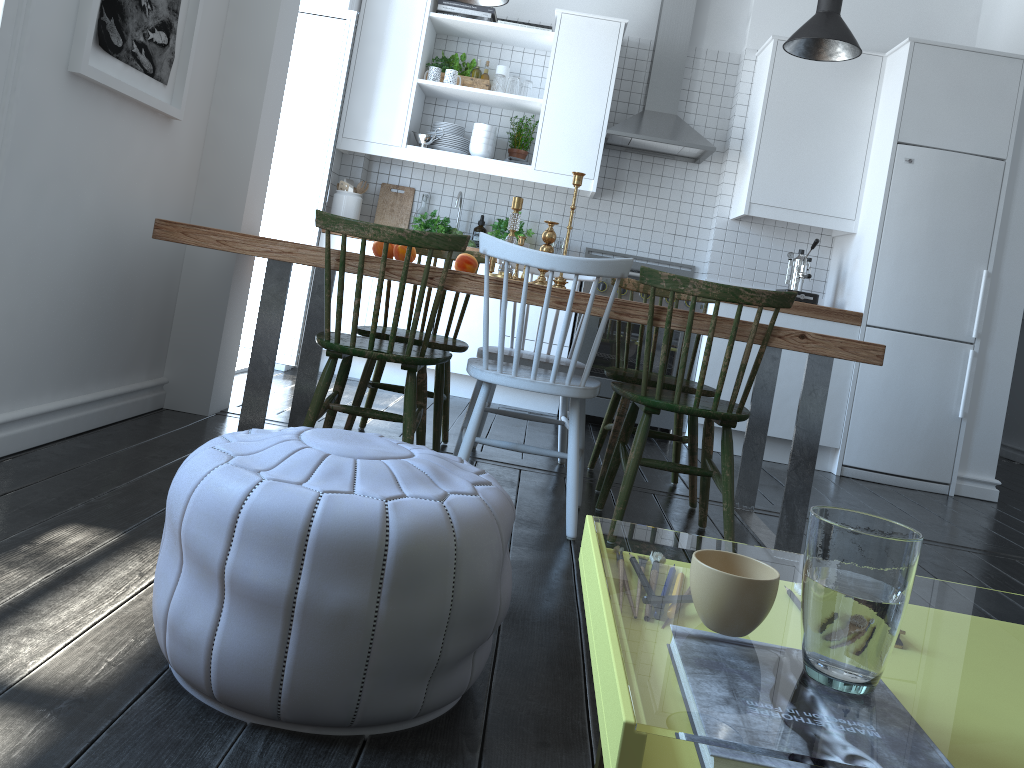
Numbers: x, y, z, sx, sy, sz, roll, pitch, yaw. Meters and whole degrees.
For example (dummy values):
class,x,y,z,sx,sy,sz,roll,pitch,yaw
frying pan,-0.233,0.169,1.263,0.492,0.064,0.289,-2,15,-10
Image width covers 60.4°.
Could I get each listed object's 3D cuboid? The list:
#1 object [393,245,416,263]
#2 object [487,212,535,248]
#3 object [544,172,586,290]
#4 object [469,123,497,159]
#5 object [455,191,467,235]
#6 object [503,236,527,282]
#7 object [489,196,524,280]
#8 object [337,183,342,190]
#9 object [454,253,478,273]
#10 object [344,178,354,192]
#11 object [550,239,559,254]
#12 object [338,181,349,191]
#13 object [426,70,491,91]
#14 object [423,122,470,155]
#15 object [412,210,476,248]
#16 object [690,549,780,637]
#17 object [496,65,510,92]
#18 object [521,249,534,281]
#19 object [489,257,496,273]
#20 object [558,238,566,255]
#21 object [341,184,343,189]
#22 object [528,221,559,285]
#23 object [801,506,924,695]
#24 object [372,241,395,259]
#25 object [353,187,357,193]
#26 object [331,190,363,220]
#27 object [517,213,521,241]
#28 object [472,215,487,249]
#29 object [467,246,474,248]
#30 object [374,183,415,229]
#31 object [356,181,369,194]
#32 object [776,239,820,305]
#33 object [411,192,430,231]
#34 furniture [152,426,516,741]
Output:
class,x,y,z,sx,sy,sz,roll,pitch,yaw
object,-0.395,-0.483,3.244,0.084,0.088,0.090,11,3,28
object,-0.012,-0.912,5.300,0.271,0.269,0.340,9,4,-8
object,0.193,-0.517,2.993,0.112,0.410,0.115,10,0,-36
object,-0.179,-1.482,5.429,0.149,0.216,0.311,10,4,-1
object,-0.318,-1.020,5.502,0.187,0.352,0.277,9,2,-22
object,0.021,-0.422,2.991,0.079,0.160,0.081,9,1,-41
object,-0.003,-0.519,3.164,0.141,0.311,0.139,11,1,44
object,-1.034,-1.091,5.344,0.118,0.251,0.060,10,0,32
object,-0.173,-0.451,3.330,0.089,0.084,0.084,11,3,14
object,-1.001,-1.107,5.358,0.064,0.290,0.142,10,1,-25
object,0.258,-0.848,5.564,0.059,0.172,0.059,10,0,15
object,-1.041,-1.095,5.321,0.054,0.262,0.150,10,1,-24
object,-0.337,-1.871,5.531,0.393,0.103,0.154,10,4,2
object,-0.409,-1.518,5.492,0.300,0.194,0.307,10,4,3
object,-0.403,-0.881,5.293,0.466,0.307,0.287,8,3,-25
object,0.219,0.214,0.885,0.087,0.066,0.086,12,4,30
object,-0.072,-1.885,5.543,0.085,0.222,0.084,10,0,9
object,0.053,-0.439,3.307,0.049,0.139,0.049,10,0,2
object,-0.074,-0.446,3.285,0.102,0.114,0.103,9,3,-13
object,0.318,-0.834,5.540,0.059,0.172,0.059,10,0,15
object,-1.009,-1.091,5.386,0.118,0.250,0.033,10,0,2
object,0.124,-0.474,3.237,0.102,0.247,0.100,10,1,25
object,0.310,0.198,0.804,0.097,0.146,0.099,9,2,-38
object,-0.475,-0.501,3.265,0.087,0.090,0.084,9,3,-8
object,-0.976,-1.084,5.388,0.050,0.247,0.115,10,1,-34
object,-1.007,-1.060,5.348,0.174,0.208,0.174,10,2,6
object,0.020,-0.940,5.527,0.066,0.282,0.066,10,0,-3
object,-0.204,-0.956,5.577,0.084,0.231,0.086,10,1,-33
object,-0.388,-0.795,5.357,0.372,0.111,0.355,10,6,2
object,-0.757,-1.111,5.636,0.220,0.330,0.040,10,0,2
object,-0.964,-1.105,5.385,0.130,0.296,0.057,10,0,-19
object,1.670,-0.641,5.047,0.206,0.369,0.354,10,3,1
object,-0.574,-1.068,5.598,0.098,0.317,0.098,10,0,2
furniture,-0.301,0.305,1.557,0.609,0.419,0.619,10,4,-4
